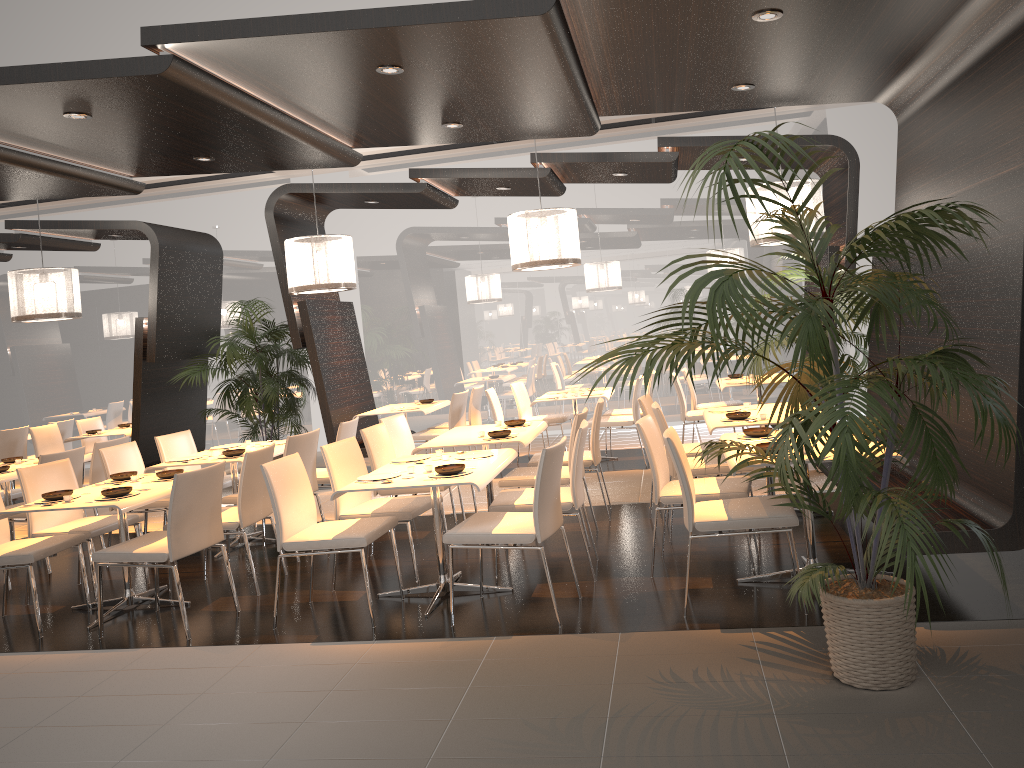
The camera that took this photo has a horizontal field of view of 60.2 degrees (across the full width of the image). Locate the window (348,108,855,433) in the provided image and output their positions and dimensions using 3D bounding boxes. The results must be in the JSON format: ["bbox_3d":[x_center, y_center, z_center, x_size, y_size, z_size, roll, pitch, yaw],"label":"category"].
[{"bbox_3d":[1.028,-1.356,11.639,6.570,3.985,0.070,-5,-1,10],"label":"window"}]

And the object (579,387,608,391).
[{"bbox_3d":[0.900,0.045,9.729,0.335,0.038,0.377,-5,3,-1],"label":"object"}]

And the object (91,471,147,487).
[{"bbox_3d":[-2.502,0.604,5.728,0.303,0.044,0.366,-5,3,9],"label":"object"}]

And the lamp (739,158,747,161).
[{"bbox_3d":[2.390,-2.330,9.111,0.161,0.056,0.162,-5,3,4],"label":"lamp"}]

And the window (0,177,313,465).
[{"bbox_3d":[-6.034,-0.773,12.866,6.570,3.985,0.070,-5,-1,10],"label":"window"}]

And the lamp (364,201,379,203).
[{"bbox_3d":[-1.556,-2.031,9.797,0.160,0.054,0.161,-4,3,16],"label":"lamp"}]

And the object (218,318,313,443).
[{"bbox_3d":[-2.867,0.030,11.003,1.509,2.062,1.557,-6,1,-28],"label":"object"}]

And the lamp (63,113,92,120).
[{"bbox_3d":[-2.671,-1.661,5.435,0.161,0.050,0.162,-4,3,16],"label":"lamp"}]

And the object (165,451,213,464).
[{"bbox_3d":[-2.403,0.546,6.576,0.334,0.038,0.377,-5,3,4],"label":"object"}]

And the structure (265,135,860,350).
[{"bbox_3d":[0.491,-1.498,9.432,5.925,1.730,1.404,-5,1,10],"label":"structure"}]

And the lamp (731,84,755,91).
[{"bbox_3d":[1.625,-2.101,6.221,0.161,0.050,0.162,-4,3,16],"label":"lamp"}]

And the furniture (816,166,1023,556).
[{"bbox_3d":[2.299,-0.210,5.321,0.756,1.675,2.908,-5,2,10],"label":"furniture"}]

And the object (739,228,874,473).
[{"bbox_3d":[2.771,-0.288,7.601,1.500,2.062,1.565,-5,1,23],"label":"object"}]

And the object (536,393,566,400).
[{"bbox_3d":[0.411,0.128,9.116,0.334,0.038,0.377,-5,3,4],"label":"object"}]

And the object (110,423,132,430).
[{"bbox_3d":[-4.633,0.503,10.624,0.303,0.044,0.365,-5,3,4],"label":"object"}]

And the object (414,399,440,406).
[{"bbox_3d":[-0.987,0.200,10.012,0.303,0.044,0.366,-5,3,9],"label":"object"}]

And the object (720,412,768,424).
[{"bbox_3d":[1.542,0.217,5.891,0.303,0.044,0.366,-5,3,9],"label":"object"}]

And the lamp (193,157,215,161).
[{"bbox_3d":[-2.412,-1.777,6.923,0.160,0.050,0.160,-5,3,4],"label":"lamp"}]

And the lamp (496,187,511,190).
[{"bbox_3d":[-0.092,-2.125,9.542,0.161,0.056,0.162,-5,3,4],"label":"lamp"}]

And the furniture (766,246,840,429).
[{"bbox_3d":[2.895,-0.491,9.013,0.756,1.677,1.404,-5,1,10],"label":"furniture"}]

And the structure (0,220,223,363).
[{"bbox_3d":[-6.534,-0.918,10.653,5.925,1.730,1.404,-5,1,10],"label":"structure"}]

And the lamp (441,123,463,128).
[{"bbox_3d":[-0.446,-1.939,6.581,0.161,0.050,0.162,-4,3,16],"label":"lamp"}]

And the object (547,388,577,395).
[{"bbox_3d":[0.544,0.079,9.710,0.334,0.038,0.377,-5,3,4],"label":"object"}]

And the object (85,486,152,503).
[{"bbox_3d":[-2.281,0.623,5.081,0.303,0.044,0.366,-5,3,9],"label":"object"}]

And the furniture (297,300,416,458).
[{"bbox_3d":[-1.670,-0.114,9.806,0.756,1.677,1.404,-5,1,10],"label":"furniture"}]

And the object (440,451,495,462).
[{"bbox_3d":[-0.273,0.421,5.376,0.335,0.038,0.377,-5,3,-1],"label":"object"}]

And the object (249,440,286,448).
[{"bbox_3d":[-1.954,0.468,7.174,0.335,0.038,0.377,-5,3,-1],"label":"object"}]

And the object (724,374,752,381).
[{"bbox_3d":[2.416,-0.080,9.412,0.303,0.044,0.366,-5,3,9],"label":"object"}]

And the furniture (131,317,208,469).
[{"bbox_3d":[-4.130,0.089,10.234,0.756,1.677,1.404,-5,1,10],"label":"furniture"}]

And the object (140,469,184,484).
[{"bbox_3d":[-2.206,0.580,5.670,0.303,0.044,0.366,-5,3,9],"label":"object"}]

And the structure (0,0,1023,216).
[{"bbox_3d":[-2.423,-1.030,6.143,10.647,1.738,2.908,-5,2,10],"label":"structure"}]

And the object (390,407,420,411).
[{"bbox_3d":[-1.144,0.252,9.458,0.335,0.038,0.377,-5,3,-1],"label":"object"}]

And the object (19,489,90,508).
[{"bbox_3d":[-2.621,0.653,5.119,0.303,0.044,0.366,-5,3,9],"label":"object"}]

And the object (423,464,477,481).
[{"bbox_3d":[-0.356,0.463,4.764,0.303,0.044,0.366,-5,3,9],"label":"object"}]

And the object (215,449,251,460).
[{"bbox_3d":[-2.078,0.513,6.564,0.303,0.044,0.366,-5,3,9],"label":"object"}]

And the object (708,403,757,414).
[{"bbox_3d":[1.615,0.177,6.490,0.334,0.038,0.377,-5,3,4],"label":"object"}]

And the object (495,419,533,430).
[{"bbox_3d":[0.000,0.304,6.816,0.303,0.044,0.366,-5,3,9],"label":"object"}]

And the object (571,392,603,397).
[{"bbox_3d":[0.780,0.093,9.125,0.335,0.038,0.377,-5,3,-1],"label":"object"}]

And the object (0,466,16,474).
[{"bbox_3d":[-4.029,0.674,6.917,0.303,0.044,0.366,-5,3,9],"label":"object"}]

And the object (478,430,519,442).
[{"bbox_3d":[-0.111,0.354,6.177,0.303,0.044,0.366,-5,3,9],"label":"object"}]

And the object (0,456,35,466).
[{"bbox_3d":[-4.261,0.656,7.552,0.303,0.044,0.366,-5,3,9],"label":"object"}]

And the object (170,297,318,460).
[{"bbox_3d":[-2.837,0.094,9.898,1.560,2.062,1.506,-5,1,4],"label":"object"}]

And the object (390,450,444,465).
[{"bbox_3d":[-0.583,0.448,5.412,0.334,0.038,0.377,-5,3,4],"label":"object"}]

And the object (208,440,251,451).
[{"bbox_3d":[-2.299,0.499,7.181,0.334,0.038,0.377,-5,3,4],"label":"object"}]

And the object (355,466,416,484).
[{"bbox_3d":[-0.688,0.495,4.807,0.334,0.038,0.377,-5,3,4],"label":"object"}]

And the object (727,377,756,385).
[{"bbox_3d":[2.305,-0.029,8.804,0.334,0.038,0.377,-5,3,4],"label":"object"}]

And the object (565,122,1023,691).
[{"bbox_3d":[1.224,0.114,3.399,1.510,2.062,1.556,-6,1,-34],"label":"object"}]

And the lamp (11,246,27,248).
[{"bbox_3d":[-5.885,-1.646,10.549,0.161,0.056,0.162,-5,3,4],"label":"lamp"}]

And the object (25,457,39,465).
[{"bbox_3d":[-3.939,0.629,7.502,0.303,0.044,0.366,-5,3,9],"label":"object"}]

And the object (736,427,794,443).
[{"bbox_3d":[1.433,0.280,5.030,0.303,0.044,0.366,-5,3,9],"label":"object"}]

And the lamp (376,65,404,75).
[{"bbox_3d":[-0.705,-1.824,5.094,0.161,0.050,0.162,-4,3,16],"label":"lamp"}]

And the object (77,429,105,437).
[{"bbox_3d":[-4.731,0.549,10.025,0.303,0.044,0.366,-5,3,9],"label":"object"}]

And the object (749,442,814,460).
[{"bbox_3d":[1.340,0.325,4.430,0.303,0.044,0.366,-5,3,9],"label":"object"}]

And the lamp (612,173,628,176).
[{"bbox_3d":[1.139,-2.226,9.328,0.161,0.056,0.162,-5,3,4],"label":"lamp"}]
